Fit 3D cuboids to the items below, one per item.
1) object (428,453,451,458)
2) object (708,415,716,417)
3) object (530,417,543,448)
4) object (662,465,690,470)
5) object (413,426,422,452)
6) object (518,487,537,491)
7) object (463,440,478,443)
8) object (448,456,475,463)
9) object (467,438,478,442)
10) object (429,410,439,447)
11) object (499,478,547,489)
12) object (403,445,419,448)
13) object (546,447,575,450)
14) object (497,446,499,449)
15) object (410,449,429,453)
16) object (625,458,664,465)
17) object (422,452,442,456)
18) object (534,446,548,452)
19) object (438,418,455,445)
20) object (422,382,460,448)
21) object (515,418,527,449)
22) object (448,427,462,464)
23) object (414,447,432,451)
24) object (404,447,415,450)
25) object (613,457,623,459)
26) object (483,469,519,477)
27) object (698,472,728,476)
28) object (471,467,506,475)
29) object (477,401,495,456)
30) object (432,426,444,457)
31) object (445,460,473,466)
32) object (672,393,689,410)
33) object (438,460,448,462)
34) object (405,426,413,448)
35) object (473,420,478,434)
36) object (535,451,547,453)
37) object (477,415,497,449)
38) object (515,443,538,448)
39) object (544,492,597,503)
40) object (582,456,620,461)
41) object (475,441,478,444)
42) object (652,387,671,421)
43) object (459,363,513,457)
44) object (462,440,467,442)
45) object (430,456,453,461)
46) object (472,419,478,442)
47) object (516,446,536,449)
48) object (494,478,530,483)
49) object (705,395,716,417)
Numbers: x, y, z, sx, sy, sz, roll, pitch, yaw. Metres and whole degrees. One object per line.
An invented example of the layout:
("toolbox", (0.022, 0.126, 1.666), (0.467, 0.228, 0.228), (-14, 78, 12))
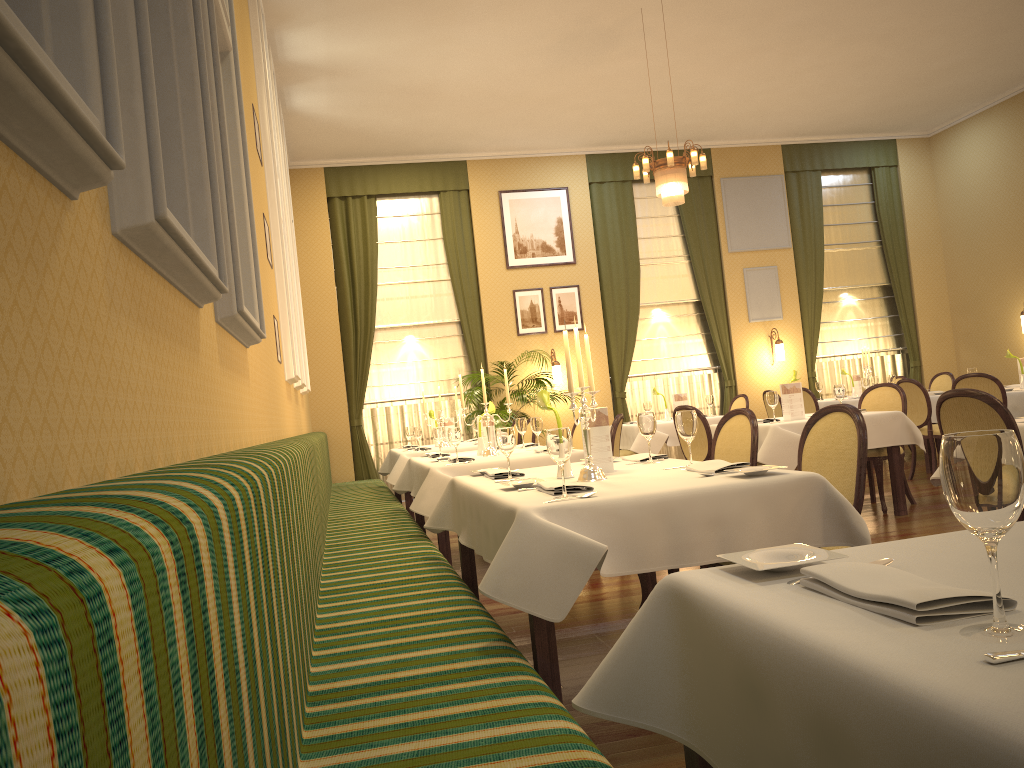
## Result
("object", (-0.554, 0.540, 6.747), (0.142, 0.033, 0.273), (-6, -2, -11))
("object", (2.047, 0.341, 9.285), (0.185, 0.010, 0.017), (-6, -2, -11))
("object", (0.178, 0.345, 6.138), (0.088, 0.229, 0.088), (-7, -2, 37))
("object", (0.694, 0.332, 3.587), (0.185, 0.010, 0.017), (-6, -2, -11))
("object", (-0.870, 0.511, 8.231), (0.088, 0.229, 0.088), (-7, -2, 37))
("object", (0.113, 0.387, 3.317), (0.185, 0.010, 0.017), (-6, -2, -10))
("object", (-0.429, 0.604, 9.342), (0.185, 0.010, 0.017), (-6, -2, -11))
("object", (-0.333, 0.491, 5.803), (0.142, 0.033, 0.273), (-6, -2, -11))
("object", (-0.401, 0.602, 9.541), (0.142, 0.024, 0.273), (-6, -2, -11))
("object", (-0.776, 0.448, 8.970), (0.076, 0.375, 0.163), (-5, -2, -24))
("object", (0.044, 0.391, 3.431), (0.160, 0.024, 0.160), (-6, -2, -11))
("object", (-1.071, 0.665, 9.394), (0.142, 0.033, 0.273), (-6, -2, -11))
("object", (0.303, 0.422, 5.639), (0.160, 0.024, 0.160), (-6, -2, -11))
("object", (-0.089, 0.499, 6.960), (0.160, 0.024, 0.160), (-6, -2, -11))
("object", (-0.847, 0.614, 8.140), (0.181, 0.015, 0.038), (-6, -2, -10))
("object", (0.605, 0.354, 4.044), (0.185, 0.010, 0.017), (-6, -2, -11))
("object", (-0.635, 0.558, 7.005), (0.160, 0.024, 0.160), (-6, -2, -11))
("object", (0.247, 0.434, 5.954), (0.142, 0.033, 0.273), (-6, -2, -11))
("object", (-0.668, 0.490, 9.063), (0.166, 0.277, 0.081), (-6, -2, 5))
("object", (-0.687, 0.293, 8.657), (0.390, 0.655, 0.131), (-6, -2, -5))
("object", (0.077, 0.368, 6.603), (0.088, 0.229, 0.088), (-7, -2, 37))
("object", (-0.354, 0.386, 5.584), (0.088, 0.229, 0.088), (-7, -2, 37))
("object", (-0.849, 0.616, 8.450), (0.142, 0.033, 0.273), (-6, -2, -11))
("object", (-0.990, 0.641, 8.729), (0.160, 0.024, 0.160), (-6, -2, -11))
("object", (0.539, 0.369, 4.446), (0.181, 0.015, 0.038), (-6, -2, -10))
("object", (-0.053, 0.427, 4.262), (0.181, 0.015, 0.038), (-6, -2, -10))
("object", (0.743, 0.313, 3.131), (0.181, 0.015, 0.038), (-6, -2, -10))
("object", (-0.118, 0.432, 4.354), (0.160, 0.024, 0.160), (-6, -2, -11))
("object", (-0.189, 0.315, 6.302), (0.163, 0.375, 0.076), (-6, -2, 11))
("object", (-0.537, 0.431, 6.546), (0.088, 0.229, 0.088), (-7, -2, 31))
("object", (-0.331, 0.489, 5.493), (0.181, 0.015, 0.038), (-6, -2, -10))
("object", (1.784, 0.237, 9.308), (0.166, 0.277, 0.081), (-6, -2, -5))
("object", (-0.405, 0.512, 5.968), (0.185, 0.010, 0.017), (-6, -2, -10))
("object", (-1.053, 0.556, 9.193), (0.088, 0.229, 0.088), (-7, -2, 37))
("object", (-0.339, 0.470, 8.784), (0.088, 0.229, 0.088), (-7, -2, 37))
("object", (0.226, 0.438, 5.782), (0.181, 0.015, 0.038), (-6, -2, -10))
("object", (-0.159, 0.368, 6.519), (0.166, 0.277, 0.081), (-7, -2, 40))
("object", (0.116, 0.477, 6.894), (0.142, 0.024, 0.273), (-6, -2, -11))
("object", (0.187, 0.364, 2.842), (0.181, 0.015, 0.038), (-6, -2, -10))
("object", (0.429, 0.374, 4.309), (0.160, 0.024, 0.160), (-6, -2, -11))
("object", (-0.270, 0.559, 8.600), (0.142, 0.033, 0.273), (-6, -2, -11))
("object", (1.589, 0.210, 9.420), (0.163, 0.375, 0.076), (-6, -2, 11))
("object", (-0.178, 0.171, 6.091), (0.390, 0.655, 0.131), (-6, -2, 3))
("object", (-0.495, 0.620, 9.744), (0.181, 0.015, 0.038), (-6, -2, -10))
("object", (-0.474, 0.516, 6.083), (0.160, 0.024, 0.160), (-6, -2, -11))
("object", (-0.362, 0.485, 9.260), (0.088, 0.229, 0.088), (-7, -2, 37))
("object", (0.088, 0.479, 6.695), (0.185, 0.010, 0.017), (-6, -2, -11))
("object", (0.016, 0.410, 3.812), (0.185, 0.010, 0.017), (-6, -2, -10))
("object", (2.057, 0.227, 9.187), (0.088, 0.229, 0.088), (-7, -2, 37))
